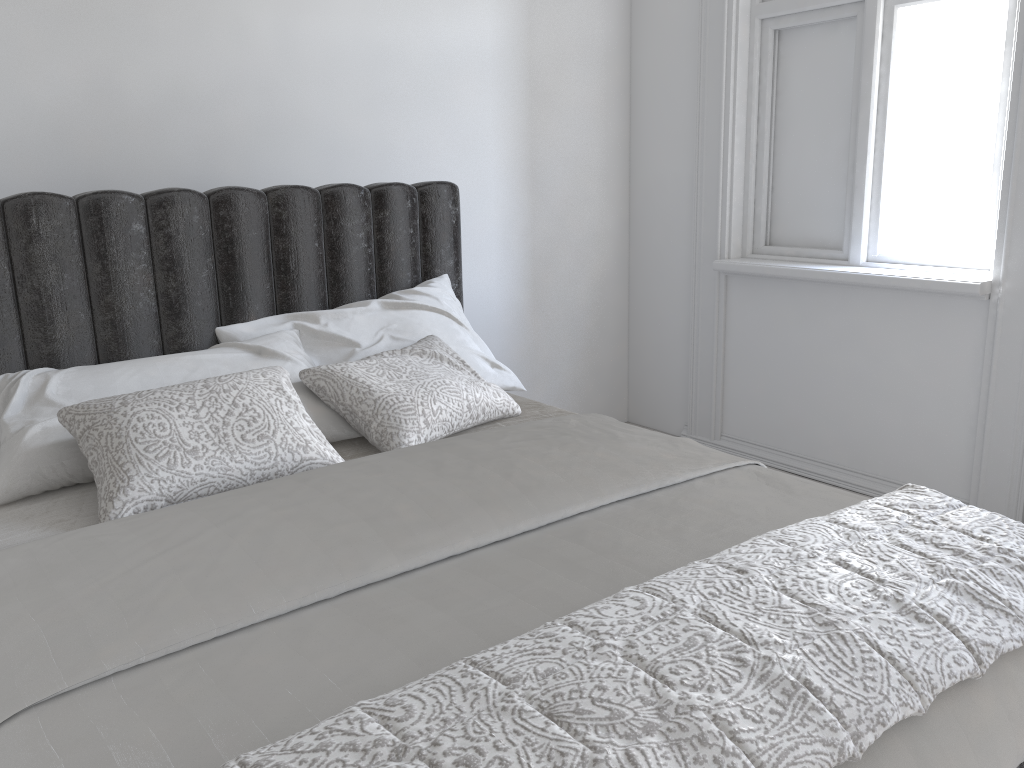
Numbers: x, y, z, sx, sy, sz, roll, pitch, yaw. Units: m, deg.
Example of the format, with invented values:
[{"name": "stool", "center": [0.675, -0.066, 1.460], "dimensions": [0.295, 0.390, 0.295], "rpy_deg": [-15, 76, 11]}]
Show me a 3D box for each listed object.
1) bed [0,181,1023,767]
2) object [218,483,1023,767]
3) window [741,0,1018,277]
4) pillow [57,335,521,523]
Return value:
[{"name": "bed", "center": [-0.222, 0.194, 1.806], "dimensions": [1.889, 1.167, 2.177], "rpy_deg": [-11, 16, -35]}, {"name": "object", "center": [0.278, 0.363, 1.146], "dimensions": [1.460, 0.104, 0.405], "rpy_deg": [-11, 16, -36]}, {"name": "window", "center": [1.285, -1.178, 3.138], "dimensions": [0.079, 1.535, 1.048], "rpy_deg": [-11, 16, -35]}, {"name": "pillow", "center": [-0.455, 0.066, 2.148], "dimensions": [1.147, 0.225, 0.416], "rpy_deg": [-14, 18, -42]}]
